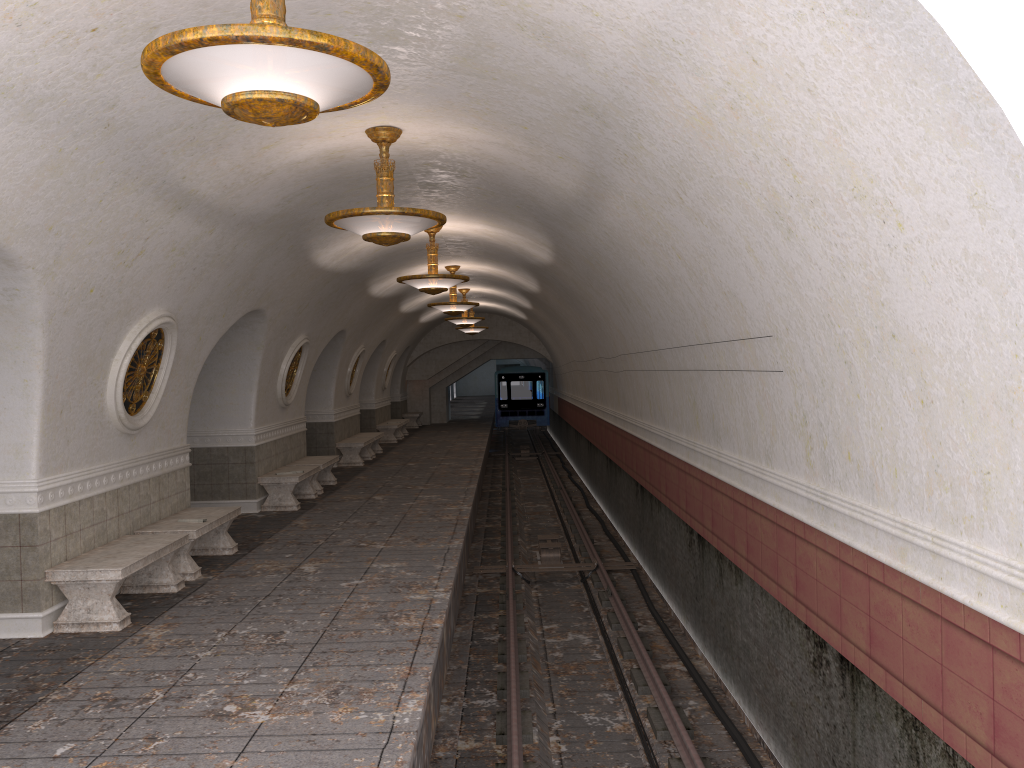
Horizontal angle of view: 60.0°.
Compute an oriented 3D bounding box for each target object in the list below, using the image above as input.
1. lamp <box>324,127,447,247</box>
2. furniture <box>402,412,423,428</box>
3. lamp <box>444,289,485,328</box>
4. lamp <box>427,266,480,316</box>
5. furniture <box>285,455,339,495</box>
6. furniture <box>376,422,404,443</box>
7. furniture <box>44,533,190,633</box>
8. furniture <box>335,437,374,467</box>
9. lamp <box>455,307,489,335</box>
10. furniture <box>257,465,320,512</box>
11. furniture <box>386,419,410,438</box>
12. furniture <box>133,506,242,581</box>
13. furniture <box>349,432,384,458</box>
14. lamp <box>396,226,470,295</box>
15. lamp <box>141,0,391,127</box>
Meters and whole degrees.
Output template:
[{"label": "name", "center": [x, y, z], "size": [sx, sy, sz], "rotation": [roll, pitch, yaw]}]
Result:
[{"label": "lamp", "center": [-1.056, -1.624, 7.387], "size": [1.008, 0.955, 1.008], "rotation": [-2, 1, -16]}, {"label": "furniture", "center": [-3.580, 1.304, 32.034], "size": [0.613, 0.508, 1.509], "rotation": [-1, 1, 0]}, {"label": "lamp", "center": [-1.174, -1.862, 21.905], "size": [1.008, 0.955, 1.008], "rotation": [-1, 1, 15]}, {"label": "lamp", "center": [-1.134, -1.783, 17.078], "size": [1.008, 0.955, 1.008], "rotation": [-1, 1, 15]}, {"label": "furniture", "center": [-3.445, 1.577, 15.433], "size": [0.613, 0.508, 1.509], "rotation": [-1, 1, 0]}, {"label": "furniture", "center": [-3.529, 1.408, 25.733], "size": [0.613, 0.508, 1.509], "rotation": [-1, 1, 0]}, {"label": "furniture", "center": [-3.383, 1.703, 7.743], "size": [0.613, 0.508, 1.509], "rotation": [-1, 1, 0]}, {"label": "furniture", "center": [-3.481, 1.506, 19.771], "size": [0.613, 0.508, 1.509], "rotation": [-1, 1, 0]}, {"label": "lamp", "center": [-1.213, -1.942, 26.734], "size": [1.008, 0.955, 1.008], "rotation": [-2, 1, -45]}, {"label": "furniture", "center": [-3.432, 1.605, 13.751], "size": [0.613, 0.508, 1.509], "rotation": [-1, 1, 0]}, {"label": "furniture", "center": [-3.543, 1.380, 27.414], "size": [0.613, 0.508, 1.509], "rotation": [-1, 1, 0]}, {"label": "furniture", "center": [-3.396, 1.676, 9.425], "size": [0.613, 0.508, 1.509], "rotation": [-1, 1, 0]}, {"label": "furniture", "center": [-3.494, 1.478, 21.452], "size": [0.613, 0.508, 1.509], "rotation": [-1, 1, 0]}, {"label": "lamp", "center": [-1.095, -1.703, 12.249], "size": [1.008, 0.955, 1.008], "rotation": [-2, 1, -16]}, {"label": "lamp", "center": [-1.026, -1.563, 3.733], "size": [1.008, 0.955, 1.008], "rotation": [-2, 1, -45]}]
